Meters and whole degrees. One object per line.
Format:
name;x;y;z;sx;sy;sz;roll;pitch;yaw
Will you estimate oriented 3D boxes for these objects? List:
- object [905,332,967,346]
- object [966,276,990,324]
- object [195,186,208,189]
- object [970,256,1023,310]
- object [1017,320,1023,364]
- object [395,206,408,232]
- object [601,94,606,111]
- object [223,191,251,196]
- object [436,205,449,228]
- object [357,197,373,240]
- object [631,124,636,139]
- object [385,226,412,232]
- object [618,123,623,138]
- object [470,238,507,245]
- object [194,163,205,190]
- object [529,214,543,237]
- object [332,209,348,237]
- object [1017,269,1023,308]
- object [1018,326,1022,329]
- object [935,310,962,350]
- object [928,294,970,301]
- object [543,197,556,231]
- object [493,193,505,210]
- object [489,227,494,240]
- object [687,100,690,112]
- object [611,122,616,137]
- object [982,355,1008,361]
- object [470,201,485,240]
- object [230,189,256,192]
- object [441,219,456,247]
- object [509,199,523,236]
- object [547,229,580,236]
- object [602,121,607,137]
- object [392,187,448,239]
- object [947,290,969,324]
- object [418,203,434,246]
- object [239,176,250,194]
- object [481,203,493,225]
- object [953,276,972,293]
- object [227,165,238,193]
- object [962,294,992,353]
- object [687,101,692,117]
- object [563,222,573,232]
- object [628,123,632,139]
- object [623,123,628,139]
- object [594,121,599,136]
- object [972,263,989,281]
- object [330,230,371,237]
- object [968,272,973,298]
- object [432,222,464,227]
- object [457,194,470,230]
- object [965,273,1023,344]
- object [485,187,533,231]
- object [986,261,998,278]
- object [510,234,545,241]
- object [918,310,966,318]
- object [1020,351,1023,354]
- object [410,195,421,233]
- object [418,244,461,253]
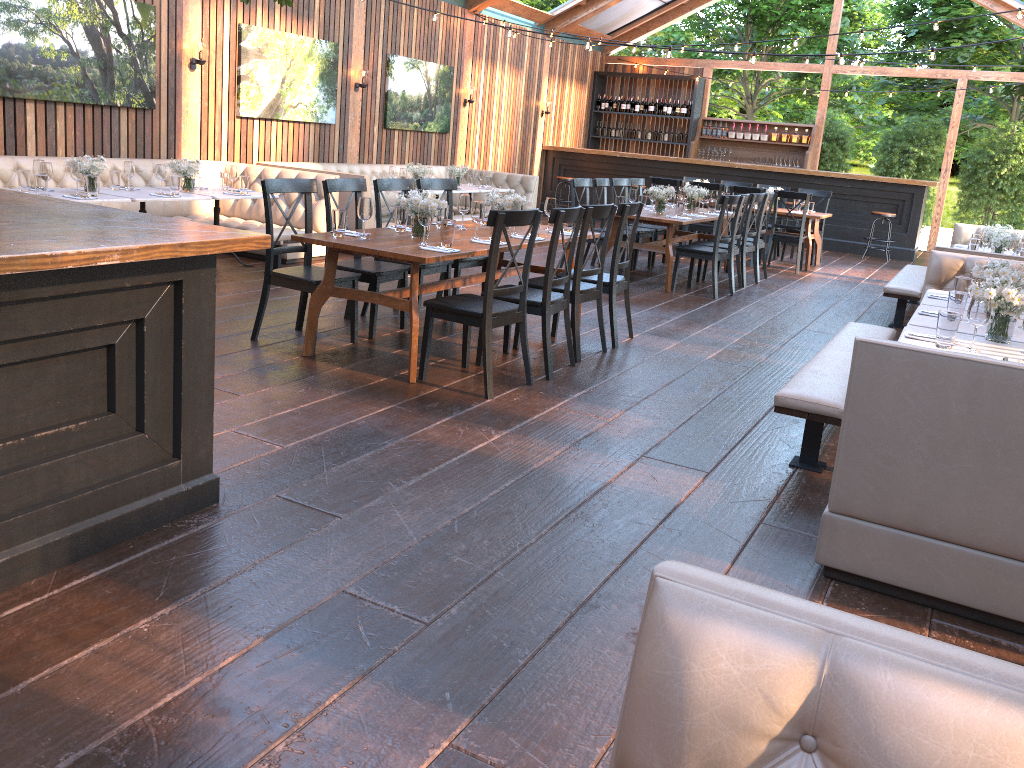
object;1.921;-0.208;4.012;0.256;0.018;0.159;13;18;27
object;2.388;-0.428;4.530;0.092;0.241;0.093;2;13;-15
object;-2.932;-1.828;8.220;0.256;0.018;0.159;13;18;27
object;2.730;-0.540;4.919;0.339;0.305;0.330;18;19;42
object;2.158;-0.204;3.663;0.092;0.241;0.093;2;13;-15
object;-0.723;-1.073;5.764;0.092;0.156;0.093;-4;16;-35
object;1.894;-5.794;18.234;0.087;0.330;0.088;7;13;7
object;-2.492;-1.718;7.970;0.256;0.018;0.159;13;18;27
object;-0.493;-1.183;6.242;0.092;0.156;0.093;4;13;-6
object;-0.875;-0.982;5.251;0.092;0.241;0.093;7;13;7
object;2.477;-5.138;17.990;0.095;0.304;0.095;12;14;27
object;-0.710;-1.046;5.951;0.256;0.018;0.159;13;18;27
object;2.236;-5.198;18.127;0.094;0.304;0.095;-6;17;-41
object;-0.164;-0.909;5.629;0.256;0.018;0.159;13;18;27
object;-2.847;-1.889;8.053;0.092;0.241;0.093;2;13;-15
object;0.163;-1.118;6.220;0.092;0.156;0.093;-4;16;-35
object;-1.027;-0.956;5.267;0.092;0.156;0.093;-4;16;-35
object;3.025;-0.563;5.212;0.093;0.241;0.093;12;15;29
object;2.650;-0.402;4.520;0.092;0.241;0.093;2;13;-15
object;1.884;-0.233;3.834;0.092;0.156;0.093;8;13;13
object;2.655;-0.520;5.353;0.256;0.018;0.159;13;18;27
object;0.285;-1.287;6.702;0.093;0.241;0.093;12;15;29
object;-0.100;-1.334;6.744;0.092;0.241;0.093;-4;16;-36
object;-0.106;-1.018;5.780;0.092;0.156;0.092;14;16;33
object;3.494;-5.457;17.547;0.087;0.330;0.088;7;13;7
object;2.098;-5.244;18.247;0.095;0.304;0.095;11;14;24
object;1.992;-0.087;3.603;0.158;0.018;0.257;13;17;26
object;-0.225;-1.064;5.748;0.093;0.241;0.093;11;14;24
object;-2.556;-1.825;8.330;0.158;0.018;0.257;13;17;26
object;-0.384;-0.899;5.267;0.092;0.156;0.092;17;18;42
object;0.026;-1.163;6.178;0.093;0.241;0.093;12;15;29
object;0.367;-1.128;6.573;0.256;0.018;0.159;13;18;27
object;1.911;-5.277;18.303;0.094;0.304;0.096;4;13;-8
object;-0.565;-1.061;5.511;0.337;0.305;0.332;11;15;22
object;2.269;-0.392;4.520;0.092;0.156;0.093;8;13;13
object;-0.513;-0.946;5.236;0.092;0.241;0.093;2;13;-15
object;-2.454;-1.827;8.116;0.092;0.156;0.093;8;13;13
object;-0.200;-1.296;6.735;0.092;0.156;0.093;-1;15;-26
object;2.628;-0.545;5.178;0.092;0.156;0.093;8;13;13
object;-2.558;-1.873;8.090;0.093;0.241;0.093;12;15;29
object;2.008;-0.262;3.821;0.092;0.241;0.093;2;13;-15
object;3.493;-5.394;17.379;0.076;0.298;0.076;-7;18;-45
object;0.428;-1.239;6.734;0.092;0.156;0.093;-1;15;-26
object;2.419;-5.164;18.063;0.094;0.304;0.095;-4;16;-36
object;2.341;-5.186;18.118;0.095;0.304;0.095;10;14;23
object;1.773;-5.326;18.434;0.094;0.304;0.095;8;13;14
object;2.740;-0.581;5.186;0.092;0.241;0.093;2;13;-15
object;-0.975;-0.929;5.440;0.256;0.018;0.159;13;18;27
object;2.874;-0.607;5.478;0.092;0.156;0.093;-1;15;-26
object;-0.449;-1.156;6.415;0.256;0.018;0.159;13;18;27
object;-0.343;-1.213;6.235;0.092;0.241;0.093;0;13;-20
object;2.276;-0.346;4.084;0.339;0.305;0.331;16;18;38
object;-0.043;-1.268;6.409;0.336;0.305;0.334;-2;16;-25
object;2.893;-0.617;5.363;0.092;0.241;0.093;2;13;-15
object;0.089;-1.011;6.068;0.256;0.018;0.159;13;18;27
object;2.299;-0.368;4.700;0.256;0.018;0.159;13;18;27
object;2.286;-0.250;3.866;0.092;0.241;0.093;2;13;-15
object;-0.622;-1.110;5.789;0.093;0.241;0.093;11;14;24
object;-0.433;-0.783;5.096;0.256;0.018;0.159;13;18;27
